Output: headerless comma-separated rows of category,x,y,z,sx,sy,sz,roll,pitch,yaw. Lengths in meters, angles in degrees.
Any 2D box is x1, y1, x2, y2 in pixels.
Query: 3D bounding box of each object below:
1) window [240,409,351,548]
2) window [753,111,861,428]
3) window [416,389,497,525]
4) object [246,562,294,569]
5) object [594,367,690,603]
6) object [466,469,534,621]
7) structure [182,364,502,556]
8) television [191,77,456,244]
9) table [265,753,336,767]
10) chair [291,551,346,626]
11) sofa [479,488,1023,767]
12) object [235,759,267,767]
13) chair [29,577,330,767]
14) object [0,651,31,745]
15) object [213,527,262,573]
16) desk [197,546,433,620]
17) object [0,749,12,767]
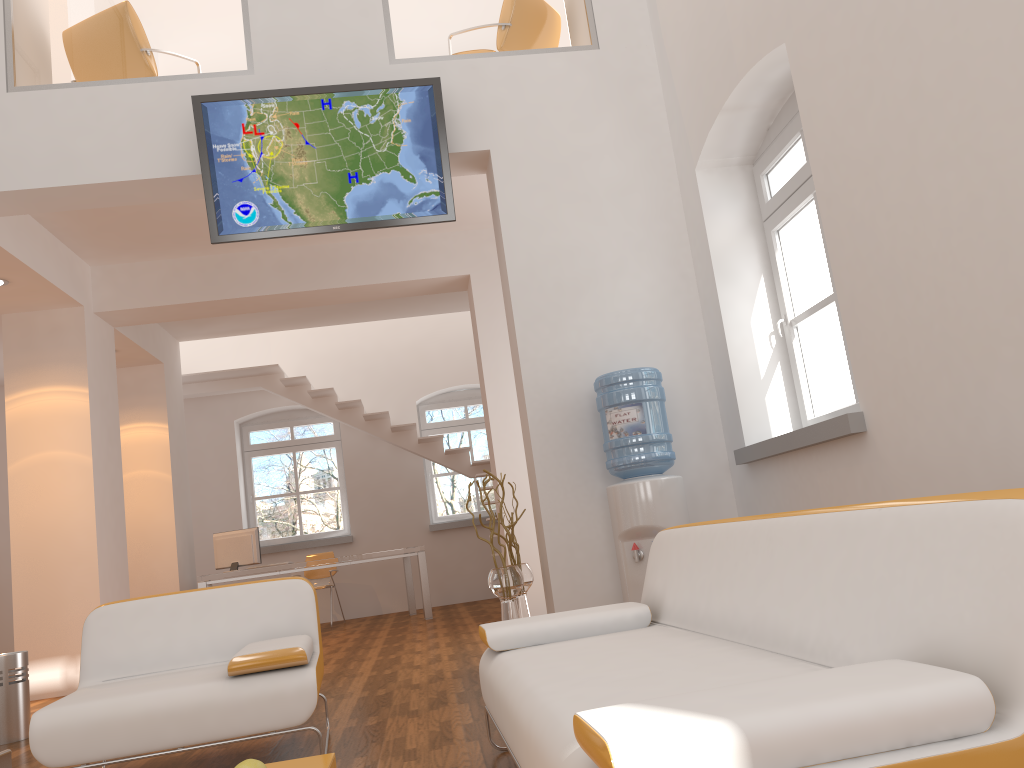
window,-2.797,1.195,11.474,1.308,1.737,0.142,-7,-10,-7
window,1.565,-0.594,4.358,0.142,1.627,1.302,-7,-10,-7
window,-0.535,0.930,11.744,1.308,1.737,0.142,-7,-10,-7
object,-2.602,1.953,9.538,0.467,0.031,0.200,-8,-10,3
object,0.732,0.673,4.755,0.436,1.490,0.436,-4,-11,-21
object,-0.013,1.042,5.165,0.284,1.112,0.655,-10,-10,14
structure,-1.556,1.037,9.504,4.630,3.042,3.450,-7,-10,-7
television,-1.056,-1.276,5.061,1.388,0.803,0.266,-7,-10,-7
table,-0.950,1.111,2.019,1.000,0.150,1.000,-7,-10,-7
chair,-2.263,2.387,10.282,0.495,0.829,0.464,-9,-10,8
sofa,0.404,0.678,2.105,0.825,0.661,2.010,-6,-10,-8
object,-0.640,0.961,2.147,0.102,0.095,0.101,0,-12,-37
chair,-1.191,1.113,3.342,0.923,0.661,0.825,-6,-10,-12
object,-2.734,1.687,4.769,0.248,0.450,0.248,-15,-12,36
object,-2.868,1.719,9.127,0.516,0.418,0.245,-12,-11,23
desk,-2.074,2.248,9.356,2.239,0.750,1.092,-5,-10,-17
object,-1.727,1.339,2.896,0.189,0.217,0.281,-8,-10,2
